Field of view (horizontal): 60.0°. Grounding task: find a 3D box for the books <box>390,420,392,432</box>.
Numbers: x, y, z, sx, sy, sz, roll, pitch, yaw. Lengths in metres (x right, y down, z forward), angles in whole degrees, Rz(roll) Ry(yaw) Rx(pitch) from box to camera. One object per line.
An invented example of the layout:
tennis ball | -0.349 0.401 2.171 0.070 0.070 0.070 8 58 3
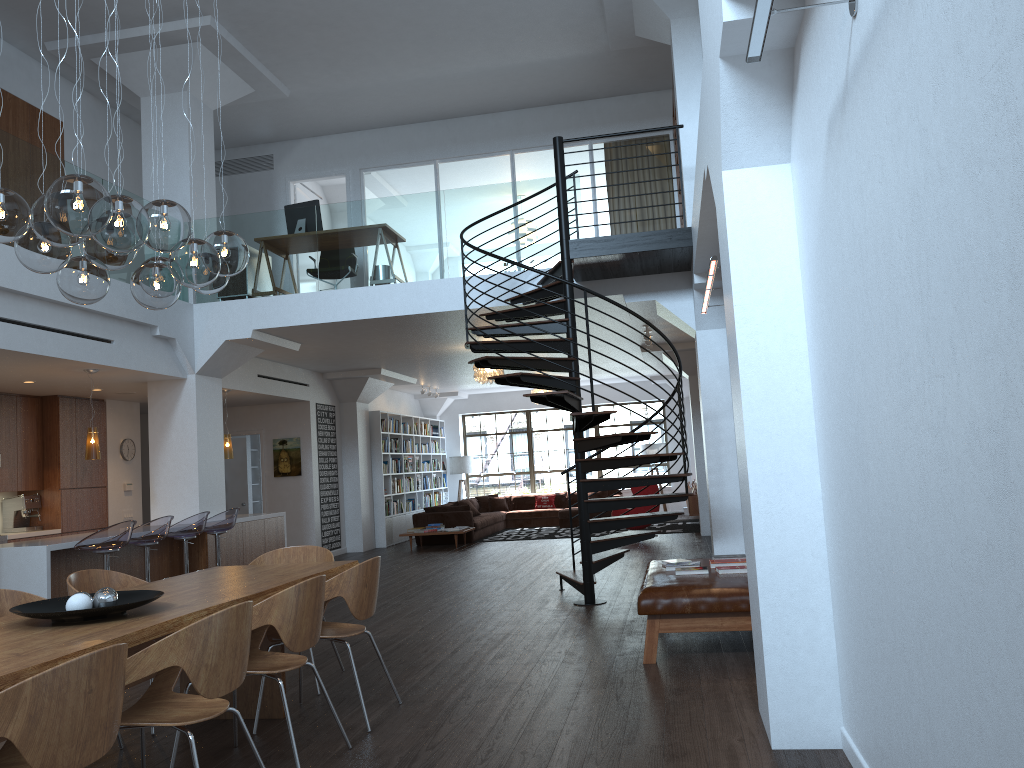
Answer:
books | -2.322 0.791 16.443 0.174 0.242 0.105 -5 -5 10

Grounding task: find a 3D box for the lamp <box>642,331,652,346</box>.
lamp | 1.856 -0.620 12.095 0.120 0.211 0.111 0 -6 -31

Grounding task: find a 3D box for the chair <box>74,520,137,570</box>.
chair | -3.471 1.690 7.597 0.481 1.014 0.530 -5 -5 12

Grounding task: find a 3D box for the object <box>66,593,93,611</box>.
object | -1.786 0.915 3.659 0.100 0.100 0.100 0 -6 -35

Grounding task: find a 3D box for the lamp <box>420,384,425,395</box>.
lamp | -1.758 0.109 17.473 0.111 0.211 0.120 -9 -7 44

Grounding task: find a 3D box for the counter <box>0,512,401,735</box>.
counter | -3.249 1.783 7.878 3.039 0.860 8.182 -2 -6 -19

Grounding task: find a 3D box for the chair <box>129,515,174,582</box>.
chair | -3.385 1.743 8.222 0.481 1.014 0.530 -4 -5 8

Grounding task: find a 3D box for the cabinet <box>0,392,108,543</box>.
cabinet | -6.113 1.257 9.165 0.598 2.499 5.299 -5 -5 10

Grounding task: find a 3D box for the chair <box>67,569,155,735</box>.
chair | -2.146 1.455 4.969 0.618 0.833 0.629 -4 -5 8

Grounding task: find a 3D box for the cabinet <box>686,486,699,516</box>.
cabinet | 3.555 2.175 16.850 0.459 0.350 4.501 -5 -5 10

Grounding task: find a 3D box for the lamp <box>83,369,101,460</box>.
lamp | -3.208 -0.126 9.799 2.842 1.807 0.149 1 -7 -40

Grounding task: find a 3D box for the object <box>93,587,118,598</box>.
object | -1.747 0.925 3.814 0.100 0.100 0.100 0 -6 -35

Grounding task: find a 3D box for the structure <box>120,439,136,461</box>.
structure | -5.274 0.902 12.178 0.040 0.300 0.300 -5 -5 10

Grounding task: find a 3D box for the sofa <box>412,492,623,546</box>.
sofa | 0.325 2.540 17.307 3.481 0.664 4.197 -5 -5 10

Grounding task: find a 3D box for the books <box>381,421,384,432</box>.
books | -2.413 0.770 15.983 0.167 0.210 0.162 -5 -5 10

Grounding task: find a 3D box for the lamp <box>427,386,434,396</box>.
lamp | -1.666 0.150 17.969 0.120 0.211 0.111 0 -6 -31

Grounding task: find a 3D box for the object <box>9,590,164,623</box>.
object | -1.787 0.949 3.751 0.592 0.066 0.592 0 -6 -32

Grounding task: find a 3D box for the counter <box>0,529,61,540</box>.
counter | -6.169 1.633 8.678 0.600 0.050 4.387 -5 -5 10

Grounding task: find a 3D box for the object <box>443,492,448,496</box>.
object | -1.640 2.476 19.841 0.316 0.088 0.410 -5 -5 10

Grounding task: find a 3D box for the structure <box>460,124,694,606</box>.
structure | 0.572 -0.180 8.241 1.998 4.352 1.998 -1 -6 -29

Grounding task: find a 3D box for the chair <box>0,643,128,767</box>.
chair | -1.403 1.176 2.490 0.618 0.833 0.629 -5 -5 10

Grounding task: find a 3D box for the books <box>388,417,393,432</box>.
books | -2.313 0.775 16.532 0.176 0.293 0.125 -5 -5 10

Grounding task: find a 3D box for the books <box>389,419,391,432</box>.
books | -2.335 0.783 16.392 0.170 0.251 0.118 -5 -5 10

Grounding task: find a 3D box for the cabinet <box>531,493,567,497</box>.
cabinet | 1.180 2.729 19.685 1.520 0.625 0.350 -5 -5 10

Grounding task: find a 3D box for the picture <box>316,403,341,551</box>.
picture | -2.989 1.518 14.495 0.021 2.380 0.800 -5 -5 10

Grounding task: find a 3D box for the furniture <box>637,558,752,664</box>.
furniture | 1.393 1.551 6.325 0.907 0.453 1.819 -5 -5 10

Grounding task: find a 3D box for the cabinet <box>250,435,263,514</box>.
cabinet | -4.966 1.551 15.703 0.527 2.991 2.630 -5 -5 10

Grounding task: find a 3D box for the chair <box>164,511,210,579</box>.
chair | -3.253 1.793 8.844 0.481 1.014 0.530 -4 -5 8

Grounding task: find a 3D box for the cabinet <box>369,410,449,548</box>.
cabinet | -2.098 1.868 17.918 0.461 2.414 4.500 -5 -5 10

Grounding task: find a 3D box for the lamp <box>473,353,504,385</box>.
lamp | -0.332 -0.272 12.517 0.442 0.539 0.441 1 -7 -37

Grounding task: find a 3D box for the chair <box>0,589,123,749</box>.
chair | -2.305 1.393 4.207 0.618 0.833 0.629 -5 -5 10

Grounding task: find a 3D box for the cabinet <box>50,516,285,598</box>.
cabinet | -3.852 2.007 9.628 0.898 0.796 4.493 -5 -5 10

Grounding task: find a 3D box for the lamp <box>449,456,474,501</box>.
lamp | -1.107 2.427 20.065 0.545 1.579 0.545 -3 -5 -1

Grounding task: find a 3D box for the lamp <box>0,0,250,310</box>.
lamp | -1.886 -1.452 4.285 0.849 2.140 1.787 -4 -5 9

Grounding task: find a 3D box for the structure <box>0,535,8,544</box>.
structure | -5.952 2.125 9.526 0.662 0.919 0.811 -5 -5 10

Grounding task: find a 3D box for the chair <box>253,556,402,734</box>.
chair | -0.985 1.361 4.756 0.617 0.830 0.629 -5 -5 10

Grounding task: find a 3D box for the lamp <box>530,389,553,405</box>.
lamp | 0.583 0.136 17.478 0.442 0.539 0.441 1 -7 -37

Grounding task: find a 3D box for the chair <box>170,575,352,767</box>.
chair | -1.130 1.301 4.004 0.618 0.833 0.629 -5 -5 12

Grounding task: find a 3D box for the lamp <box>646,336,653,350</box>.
lamp | 1.948 -0.580 12.591 0.111 0.211 0.120 -9 -7 44

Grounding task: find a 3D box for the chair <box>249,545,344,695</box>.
chair | -1.418 1.468 5.600 0.629 0.833 0.618 -4 -5 5

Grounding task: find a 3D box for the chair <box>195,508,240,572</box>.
chair | -3.139 1.844 9.462 0.481 1.014 0.530 -5 -5 12

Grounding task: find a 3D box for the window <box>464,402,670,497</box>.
window | 1.198 1.518 20.337 4.648 1.905 0.114 -5 -5 10

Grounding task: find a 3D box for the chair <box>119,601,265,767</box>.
chair | -1.249 1.238 3.252 0.618 0.833 0.629 -5 -5 10

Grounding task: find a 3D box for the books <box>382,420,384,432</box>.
books | -2.393 0.769 16.045 0.161 0.218 0.101 -5 -5 10

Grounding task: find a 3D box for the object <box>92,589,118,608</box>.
object | -1.706 0.914 3.721 0.100 0.100 0.100 0 -6 -35

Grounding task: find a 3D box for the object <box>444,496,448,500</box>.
object | -1.627 2.563 19.832 0.331 0.088 0.410 -5 -5 10

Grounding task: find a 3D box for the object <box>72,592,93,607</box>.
object | -1.826 0.929 3.753 0.100 0.100 0.100 0 -6 -35

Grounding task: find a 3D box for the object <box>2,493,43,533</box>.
object | -5.861 1.558 10.716 0.439 0.455 0.284 -5 -5 10

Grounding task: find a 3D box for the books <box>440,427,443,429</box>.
books | -1.633 1.099 20.143 0.140 0.231 0.042 -5 -5 10

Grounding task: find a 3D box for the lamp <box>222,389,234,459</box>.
lamp | -3.714 0.526 11.553 0.149 0.900 0.149 0 -6 -35

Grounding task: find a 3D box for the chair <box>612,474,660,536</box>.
chair | 2.029 1.995 14.455 0.801 1.006 0.798 -7 -7 35

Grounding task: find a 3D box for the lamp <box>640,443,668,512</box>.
lamp | 3.107 2.083 19.210 0.545 1.579 0.545 -6 -6 21

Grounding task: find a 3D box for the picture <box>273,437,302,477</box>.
picture | -3.541 1.155 13.963 0.450 0.600 0.030 -5 -5 10

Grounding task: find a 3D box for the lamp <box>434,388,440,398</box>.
lamp | -1.572 0.192 18.477 0.120 0.211 0.111 -2 -6 -16

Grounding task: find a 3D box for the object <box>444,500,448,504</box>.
object | -1.621 2.650 19.823 0.331 0.088 0.410 -5 -5 10

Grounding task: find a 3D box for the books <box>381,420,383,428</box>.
books | -2.421 0.759 15.893 0.182 0.215 0.188 -5 -5 10

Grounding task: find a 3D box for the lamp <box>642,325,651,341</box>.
lamp | 1.762 -0.662 11.587 0.120 0.211 0.111 -2 -6 -16

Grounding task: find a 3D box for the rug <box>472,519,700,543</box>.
rug | 1.584 2.720 16.540 4.200 0.007 3.100 -5 -5 12

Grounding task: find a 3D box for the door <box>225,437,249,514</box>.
door | -4.833 1.947 14.981 0.826 2.032 0.174 -5 -5 10
